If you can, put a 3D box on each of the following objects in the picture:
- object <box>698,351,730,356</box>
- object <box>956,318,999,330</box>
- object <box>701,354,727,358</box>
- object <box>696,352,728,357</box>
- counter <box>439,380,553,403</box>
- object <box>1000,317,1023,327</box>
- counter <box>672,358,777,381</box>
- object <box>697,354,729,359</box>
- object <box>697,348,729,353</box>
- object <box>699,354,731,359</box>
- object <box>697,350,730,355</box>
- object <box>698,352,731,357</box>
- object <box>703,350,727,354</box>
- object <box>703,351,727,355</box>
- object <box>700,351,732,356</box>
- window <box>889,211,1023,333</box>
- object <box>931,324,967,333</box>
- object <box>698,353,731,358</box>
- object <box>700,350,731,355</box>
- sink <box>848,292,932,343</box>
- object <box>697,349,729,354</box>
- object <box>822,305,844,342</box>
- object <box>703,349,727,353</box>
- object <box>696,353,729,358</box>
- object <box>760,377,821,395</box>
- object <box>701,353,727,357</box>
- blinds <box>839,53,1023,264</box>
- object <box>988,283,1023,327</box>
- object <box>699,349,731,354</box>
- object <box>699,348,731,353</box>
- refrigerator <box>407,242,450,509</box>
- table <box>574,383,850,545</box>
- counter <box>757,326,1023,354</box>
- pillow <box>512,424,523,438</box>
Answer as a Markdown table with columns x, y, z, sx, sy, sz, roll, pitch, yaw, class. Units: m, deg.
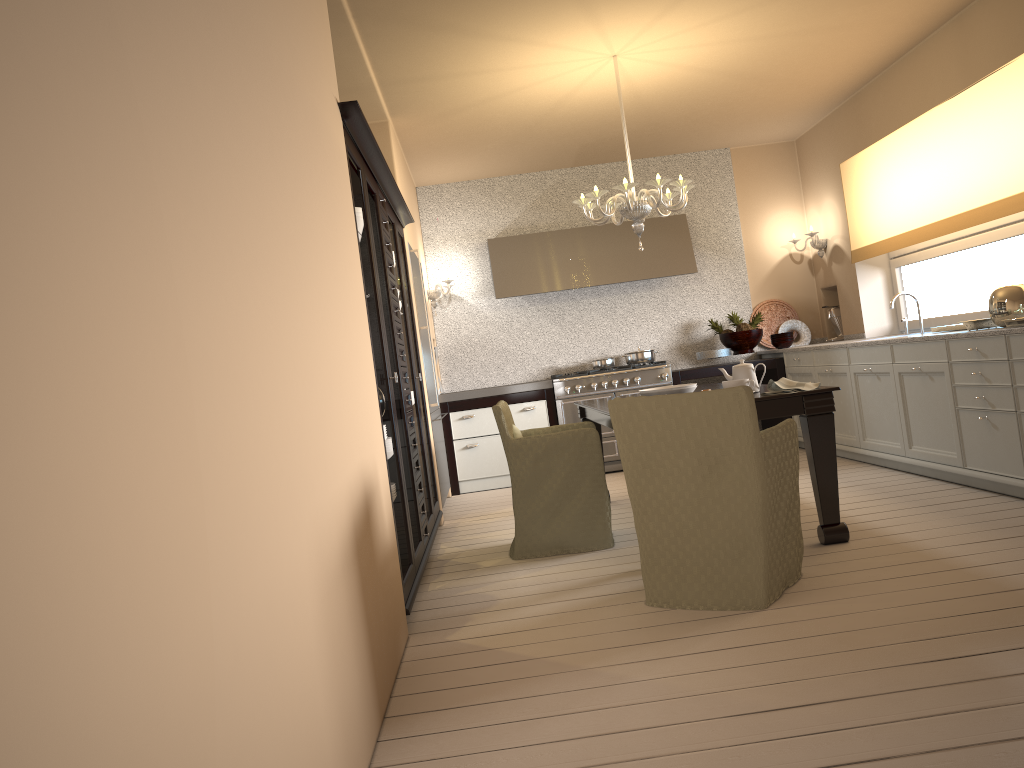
| x | y | z | sx | sy | sz | roll | pitch | yaw | class |
| --- | --- | --- | --- | --- | --- | --- | --- | --- | --- |
| 1.626 | -0.241 | 7.140 | 0.278 | 0.011 | 0.278 | -8 | 1 | -14 | object |
| 2.338 | -0.299 | 4.402 | 0.197 | 0.048 | 0.153 | -8 | 1 | -2 | object |
| 1.629 | -0.222 | 7.138 | 0.278 | 0.011 | 0.278 | -8 | 1 | -14 | object |
| 1.626 | -0.235 | 7.139 | 0.278 | 0.011 | 0.278 | -8 | 1 | -14 | object |
| -0.134 | 0.056 | 7.212 | 0.896 | 0.062 | 0.600 | -8 | 1 | -2 | counter |
| 2.364 | -0.288 | 3.819 | 0.274 | 0.034 | 0.446 | -8 | 1 | -2 | object |
| 1.692 | -0.115 | 7.266 | 0.765 | 0.079 | 0.600 | -8 | 1 | -2 | counter |
| 1.630 | -0.219 | 7.138 | 0.278 | 0.011 | 0.278 | -8 | 1 | -14 | object |
| 1.623 | -0.266 | 7.139 | 0.278 | 0.011 | 0.278 | -8 | 1 | -14 | object |
| 1.630 | -0.216 | 7.138 | 0.278 | 0.011 | 0.278 | -8 | 1 | -14 | object |
| 1.625 | -0.250 | 7.139 | 0.278 | 0.011 | 0.278 | -8 | 1 | -14 | object |
| 1.628 | -0.233 | 7.138 | 0.278 | 0.011 | 0.278 | -8 | 1 | -14 | object |
| 1.625 | -0.252 | 7.139 | 0.278 | 0.011 | 0.278 | -8 | 1 | -14 | object |
| 1.626 | -0.244 | 7.139 | 0.278 | 0.011 | 0.278 | -8 | 1 | -14 | object |
| 1.627 | -0.239 | 7.138 | 0.278 | 0.011 | 0.278 | -8 | 1 | -14 | object |
| 2.976 | -1.050 | 5.088 | 0.047 | 1.354 | 3.565 | -8 | 0 | -1 | window |
| 2.579 | -0.329 | 4.985 | 0.241 | 0.030 | 0.429 | -8 | 1 | -2 | object |
| 1.628 | -0.224 | 7.137 | 0.278 | 0.011 | 0.278 | -8 | 1 | -14 | object |
| 1.625 | -0.247 | 7.138 | 0.278 | 0.011 | 0.278 | -8 | 1 | -14 | object |
| 2.446 | -0.342 | 5.699 | 0.458 | 0.482 | 0.538 | -8 | 0 | -2 | sink |
| 1.624 | -0.258 | 7.138 | 0.278 | 0.011 | 0.278 | -8 | 1 | -14 | object |
| 2.823 | -0.525 | 7.425 | 0.391 | 0.306 | 0.382 | -8 | 0 | -2 | object |
| 1.623 | -0.260 | 7.139 | 0.278 | 0.011 | 0.278 | -8 | 1 | -14 | object |
| 1.628 | -0.227 | 7.138 | 0.278 | 0.011 | 0.278 | -8 | 1 | -14 | object |
| 1.181 | 0.000 | 3.751 | 0.205 | 0.063 | 0.196 | -8 | 1 | -39 | object |
| 1.628 | -0.230 | 7.138 | 0.278 | 0.011 | 0.278 | -8 | 1 | -14 | object |
| 2.641 | -1.304 | 5.109 | 0.022 | 0.783 | 3.547 | -8 | 1 | -2 | blinds |
| 2.394 | -0.373 | 4.207 | 0.235 | 0.196 | 0.236 | -8 | 0 | 15 | object |
| 1.624 | -0.255 | 7.139 | 0.278 | 0.011 | 0.278 | -8 | 1 | -14 | object |
| 1.623 | -0.263 | 7.139 | 0.278 | 0.011 | 0.278 | -8 | 1 | -14 | object |
| -0.884 | -0.024 | 6.255 | 0.741 | 1.736 | 1.102 | -8 | -1 | -2 | refrigerator |
| 0.914 | 0.387 | 4.618 | 0.918 | 0.654 | 1.990 | -8 | 0 | -2 | table |
| 2.490 | -0.313 | 5.562 | 0.652 | 0.068 | 4.237 | -8 | 1 | -1 | counter |
| 0.099 | 0.341 | 4.445 | 0.192 | 0.295 | 0.440 | -8 | 0 | -2 | pillow |
